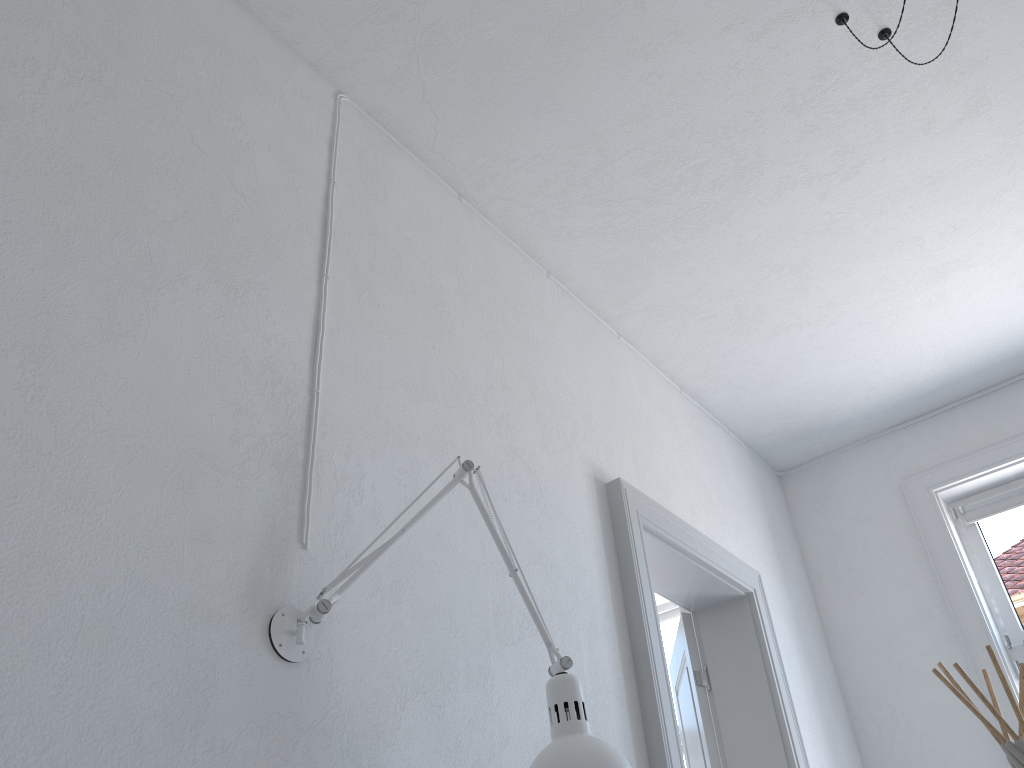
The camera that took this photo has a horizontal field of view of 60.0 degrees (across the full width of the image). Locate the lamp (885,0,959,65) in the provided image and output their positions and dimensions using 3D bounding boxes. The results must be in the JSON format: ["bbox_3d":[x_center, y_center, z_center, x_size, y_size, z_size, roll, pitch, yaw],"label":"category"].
[{"bbox_3d":[0.924,-0.728,1.364,0.074,1.524,1.386,-11,-37,8],"label":"lamp"}]

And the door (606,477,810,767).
[{"bbox_3d":[0.686,1.533,2.552,0.505,2.168,1.470,-17,-39,16],"label":"door"}]

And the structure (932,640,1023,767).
[{"bbox_3d":[1.518,1.500,2.244,1.143,1.743,1.147,-12,-37,9],"label":"structure"}]

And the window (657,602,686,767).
[{"bbox_3d":[0.530,2.112,4.315,1.360,1.894,0.094,-28,-43,28],"label":"window"}]

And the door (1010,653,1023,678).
[{"bbox_3d":[2.295,1.400,2.386,1.266,1.831,0.638,-30,-43,29],"label":"door"}]

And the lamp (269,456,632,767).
[{"bbox_3d":[-0.118,0.426,1.643,0.651,0.653,0.201,8,-39,-17],"label":"lamp"}]

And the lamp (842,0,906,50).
[{"bbox_3d":[0.794,-0.750,1.319,0.074,1.524,1.386,-11,-37,8],"label":"lamp"}]

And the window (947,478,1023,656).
[{"bbox_3d":[2.368,0.511,3.288,1.265,0.658,0.101,-28,-43,28],"label":"window"}]

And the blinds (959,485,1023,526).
[{"bbox_3d":[2.100,0.433,3.565,0.566,0.087,0.033,-28,-43,28],"label":"blinds"}]
